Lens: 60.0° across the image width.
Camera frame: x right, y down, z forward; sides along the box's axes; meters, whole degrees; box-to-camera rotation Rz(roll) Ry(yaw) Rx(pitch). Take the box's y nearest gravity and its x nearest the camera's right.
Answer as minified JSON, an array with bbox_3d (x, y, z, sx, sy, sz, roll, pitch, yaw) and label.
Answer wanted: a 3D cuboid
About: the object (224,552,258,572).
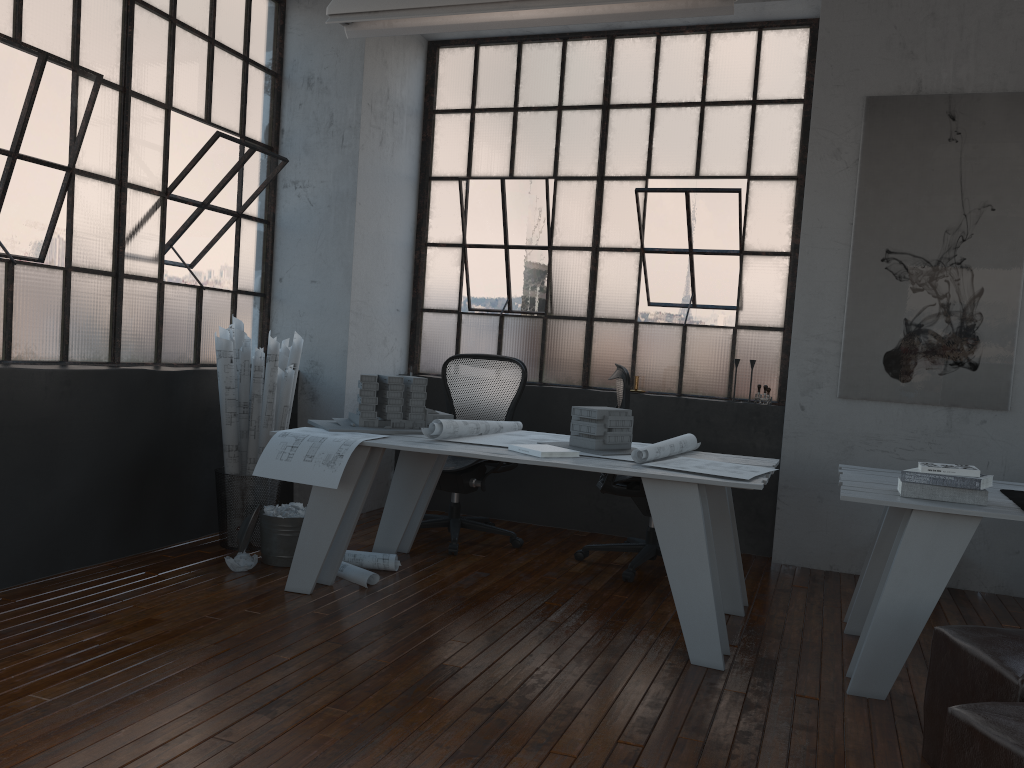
[{"bbox_3d":[-1.262,0.833,4.138,0.135,0.084,0.107,4,3,10],"label":"object"}]

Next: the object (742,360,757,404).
[{"bbox_3d":[1.433,-0.015,5.315,0.085,0.260,0.085,3,4,-17],"label":"object"}]

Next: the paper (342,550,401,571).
[{"bbox_3d":[-0.766,0.865,4.347,0.466,0.094,0.113,4,3,5],"label":"paper"}]

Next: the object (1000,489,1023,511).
[{"bbox_3d":[2.193,0.453,3.037,0.847,0.008,0.687,5,2,21],"label":"object"}]

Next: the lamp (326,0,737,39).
[{"bbox_3d":[0.050,-1.927,3.907,1.876,0.629,0.202,5,4,20],"label":"lamp"}]

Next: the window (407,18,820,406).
[{"bbox_3d":[0.554,-1.094,5.698,2.588,2.395,0.669,5,4,20],"label":"window"}]

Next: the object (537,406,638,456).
[{"bbox_3d":[0.401,0.200,3.976,0.389,0.183,0.415,2,3,-40],"label":"object"}]

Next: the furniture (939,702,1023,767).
[{"bbox_3d":[1.211,0.933,1.826,0.470,0.432,0.470,3,3,-12],"label":"furniture"}]

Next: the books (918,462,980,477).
[{"bbox_3d":[1.542,0.302,3.136,0.185,0.030,0.153,5,2,20],"label":"books"}]

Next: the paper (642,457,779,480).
[{"bbox_3d":[0.794,0.330,3.518,0.428,0.001,0.484,5,2,30],"label":"paper"}]

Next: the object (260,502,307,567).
[{"bbox_3d":[-1.097,0.725,4.366,0.291,0.294,0.290,2,3,-29],"label":"object"}]

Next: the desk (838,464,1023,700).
[{"bbox_3d":[2.251,0.801,3.202,2.075,0.705,1.074,5,3,20],"label":"desk"}]

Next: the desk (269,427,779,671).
[{"bbox_3d":[0.075,0.619,3.982,2.055,0.698,1.063,5,3,20],"label":"desk"}]

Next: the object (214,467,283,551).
[{"bbox_3d":[-1.379,0.648,4.632,0.354,0.398,0.354,5,3,26],"label":"object"}]

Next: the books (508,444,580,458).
[{"bbox_3d":[0.133,0.277,3.680,0.200,0.024,0.235,3,3,-34],"label":"books"}]

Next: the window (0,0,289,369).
[{"bbox_3d":[-1.916,-1.217,4.366,0.669,2.395,2.589,5,3,20],"label":"window"}]

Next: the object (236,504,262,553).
[{"bbox_3d":[-1.294,0.724,4.342,0.107,0.281,0.292,4,3,-7],"label":"object"}]

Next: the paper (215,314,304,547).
[{"bbox_3d":[-1.346,0.239,4.656,0.412,1.200,0.440,4,3,-2],"label":"paper"}]

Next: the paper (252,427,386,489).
[{"bbox_3d":[-0.814,0.306,3.773,0.439,0.183,0.434,5,2,19],"label":"paper"}]

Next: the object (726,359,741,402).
[{"bbox_3d":[1.351,-0.022,5.361,0.085,0.260,0.085,3,4,-17],"label":"object"}]

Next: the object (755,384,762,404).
[{"bbox_3d":[1.482,0.060,5.327,0.032,0.117,0.058,3,4,-19],"label":"object"}]

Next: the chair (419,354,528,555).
[{"bbox_3d":[-0.272,0.364,5.096,0.770,1.087,0.791,5,3,14],"label":"chair"}]

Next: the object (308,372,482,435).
[{"bbox_3d":[-0.557,0.067,4.251,0.736,0.306,0.433,3,3,-25],"label":"object"}]

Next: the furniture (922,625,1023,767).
[{"bbox_3d":[1.442,0.924,2.395,0.479,0.440,0.479,4,3,-2],"label":"furniture"}]

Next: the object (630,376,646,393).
[{"bbox_3d":[0.780,0.000,5.557,0.124,0.100,0.124,6,4,42],"label":"object"}]

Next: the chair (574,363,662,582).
[{"bbox_3d":[0.775,0.448,4.791,0.792,1.087,0.769,3,3,-11],"label":"chair"}]

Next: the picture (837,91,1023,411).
[{"bbox_3d":[2.268,-0.715,4.744,0.852,1.653,0.025,5,4,20],"label":"picture"}]

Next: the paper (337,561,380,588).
[{"bbox_3d":[-0.744,0.883,4.138,0.083,0.069,0.340,1,3,-45],"label":"paper"}]

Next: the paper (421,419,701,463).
[{"bbox_3d":[0.266,0.240,4.097,1.074,0.106,0.975,5,2,20],"label":"paper"}]

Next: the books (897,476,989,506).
[{"bbox_3d":[1.525,0.379,3.154,0.271,0.050,0.200,5,2,20],"label":"books"}]

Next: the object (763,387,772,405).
[{"bbox_3d":[1.539,0.071,5.325,0.032,0.102,0.058,1,4,-35],"label":"object"}]

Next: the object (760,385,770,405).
[{"bbox_3d":[1.501,0.063,5.260,0.058,0.117,0.032,6,4,34],"label":"object"}]

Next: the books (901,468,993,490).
[{"bbox_3d":[1.533,0.333,3.124,0.257,0.044,0.193,6,3,40],"label":"books"}]
